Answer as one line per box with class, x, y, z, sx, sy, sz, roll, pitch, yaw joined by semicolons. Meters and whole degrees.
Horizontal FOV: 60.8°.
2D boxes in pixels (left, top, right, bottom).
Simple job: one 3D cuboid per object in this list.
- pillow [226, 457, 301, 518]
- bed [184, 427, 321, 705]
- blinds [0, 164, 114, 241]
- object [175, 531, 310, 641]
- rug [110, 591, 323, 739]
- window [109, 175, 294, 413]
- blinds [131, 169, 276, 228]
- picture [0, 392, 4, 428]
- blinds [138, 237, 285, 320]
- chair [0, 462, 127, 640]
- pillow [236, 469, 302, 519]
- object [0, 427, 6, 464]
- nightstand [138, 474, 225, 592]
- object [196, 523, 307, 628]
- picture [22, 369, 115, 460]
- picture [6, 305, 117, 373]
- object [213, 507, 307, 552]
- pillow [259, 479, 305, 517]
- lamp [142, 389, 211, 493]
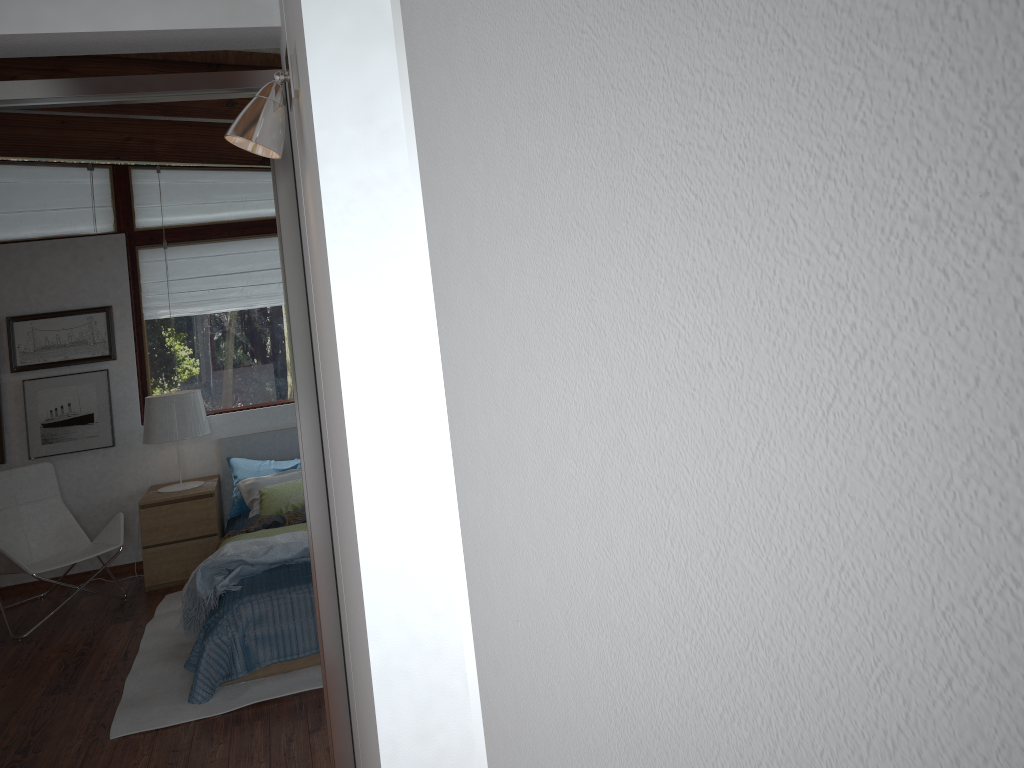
pillow;-1.415;0.596;5.761;0.918;0.333;0.344;-8;1;-18
bed;-0.636;0.683;4.919;2.150;0.775;2.560;-8;5;-15
blinds;-3.228;-1.246;5.822;1.037;0.571;0.031;-8;-4;-16
object;-0.542;0.849;4.356;2.170;0.380;0.531;-9;2;-21
rug;-0.450;1.059;4.430;2.727;0.049;1.789;-9;6;-16
window;-0.090;-0.657;2.436;5.297;1.946;8.249;-8;5;-16
blinds;-2.009;-1.364;6.174;1.248;0.428;0.031;-8;-4;-16
picture;-3.333;0.178;5.483;0.224;0.228;0.040;-7;-4;-16
blinds;-1.936;-0.764;6.112;1.242;0.502;0.053;-8;-4;-16
chair;-2.661;0.890;4.938;0.789;0.806;0.703;-7;0;35
pillow;-1.283;0.642;5.474;0.879;0.362;0.468;-9;2;-21
object;-3.306;0.404;5.467;0.224;0.228;0.040;-7;-4;-16
nightstand;-2.039;0.922;5.445;0.430;0.546;0.603;-7;1;-16
object;-0.602;0.879;4.707;2.120;0.452;0.486;-9;1;-20
picture;-2.849;0.191;5.616;0.507;0.512;0.042;-7;-5;-16
picture;-2.917;-0.293;5.656;0.629;0.368;0.041;-8;-4;-16
object;-0.628;0.704;4.942;2.130;0.411;0.626;-8;2;-7
pillow;-0.854;0.612;5.396;1.386;0.222;0.308;-9;2;-17
lamp;-2.114;0.355;5.510;0.408;0.595;0.400;-6;-2;-19
